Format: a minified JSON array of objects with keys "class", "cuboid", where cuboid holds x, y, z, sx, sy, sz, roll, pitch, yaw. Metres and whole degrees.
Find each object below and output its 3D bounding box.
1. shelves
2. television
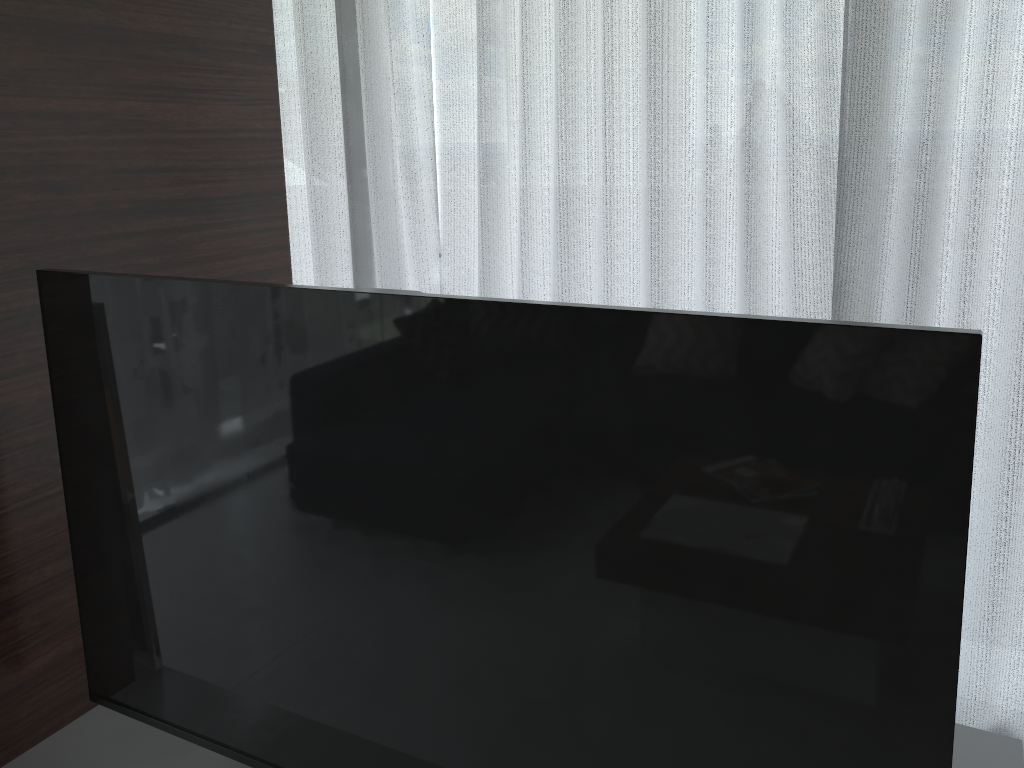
[{"class":"shelves","cuboid":[-0.426,0.792,1.614,2.357,0.491,0.886,7,16,28]},{"class":"television","cuboid":[-0.133,0.269,1.105,1.234,0.773,0.302,6,13,28]}]
